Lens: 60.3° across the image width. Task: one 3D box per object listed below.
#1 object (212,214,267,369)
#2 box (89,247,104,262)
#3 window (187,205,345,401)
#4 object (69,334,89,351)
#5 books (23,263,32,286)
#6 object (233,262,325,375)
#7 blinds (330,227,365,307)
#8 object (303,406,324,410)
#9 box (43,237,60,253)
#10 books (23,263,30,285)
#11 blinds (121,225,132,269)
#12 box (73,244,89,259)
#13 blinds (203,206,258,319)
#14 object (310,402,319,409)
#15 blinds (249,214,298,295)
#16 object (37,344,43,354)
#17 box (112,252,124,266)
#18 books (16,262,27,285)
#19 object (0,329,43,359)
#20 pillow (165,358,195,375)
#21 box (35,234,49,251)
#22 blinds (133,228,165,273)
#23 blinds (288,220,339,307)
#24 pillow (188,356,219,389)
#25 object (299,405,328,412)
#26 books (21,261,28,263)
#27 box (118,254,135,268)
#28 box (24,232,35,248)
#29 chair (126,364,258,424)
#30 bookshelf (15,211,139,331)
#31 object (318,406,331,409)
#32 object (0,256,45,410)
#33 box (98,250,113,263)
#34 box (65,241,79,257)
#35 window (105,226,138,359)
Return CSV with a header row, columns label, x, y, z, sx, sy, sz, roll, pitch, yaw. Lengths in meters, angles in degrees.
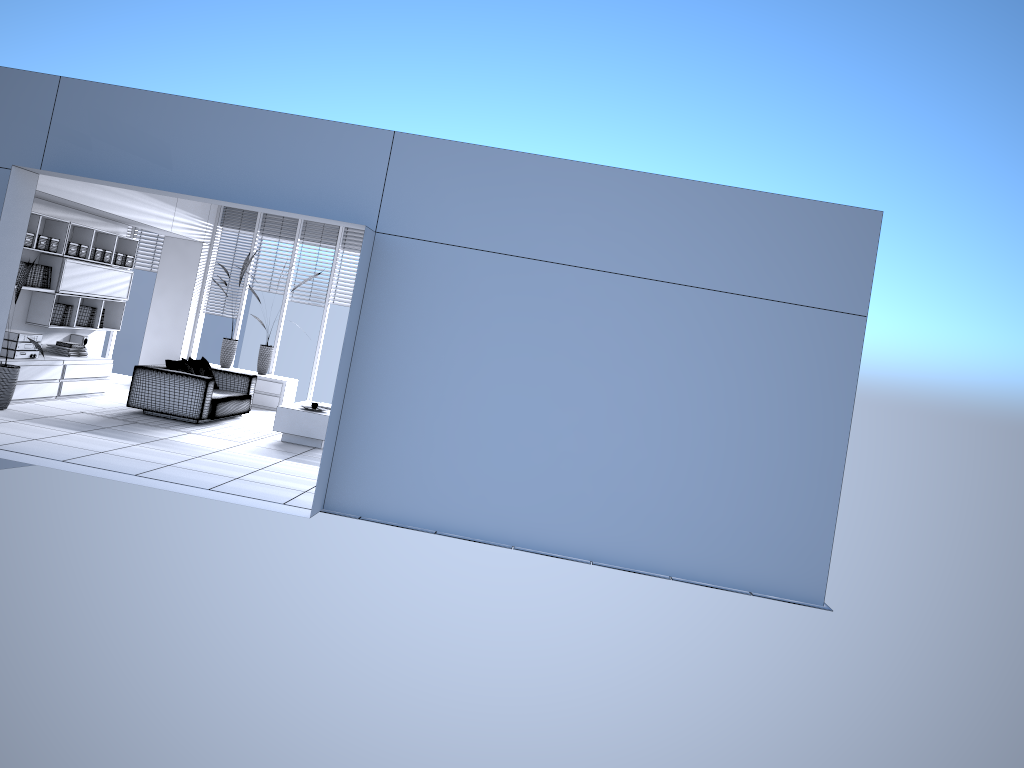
label,x,y,z,sx,sy,sz,roll,pitch,yaw
object,-3.973,-1.721,13.266,1.438,3.003,0.488,8,-4,32
box,-5.272,-1.630,10.962,0.281,0.163,0.178,10,0,3
window,-2.024,-0.950,13.293,5.508,3.144,0.099,10,-4,4
object,-5.516,-0.506,11.210,0.177,0.233,0.118,10,-2,3
books,-5.430,-1.226,9.748,0.208,0.260,0.050,10,-4,4
object,-3.572,-1.061,12.871,1.549,1.874,0.689,10,-3,-2
blinds,-2.353,-1.850,13.463,0.637,1.384,0.038,10,-4,4
object,-2.278,0.281,10.112,0.215,0.012,0.216,8,3,-41
box,-5.322,-1.597,10.000,0.281,0.163,0.178,10,0,3
books,-5.431,-1.223,9.681,0.208,0.261,0.074,10,-3,3
blinds,-6.162,-2.312,13.726,0.637,1.913,0.038,10,-4,4
box,-5.290,-1.618,10.614,0.281,0.163,0.174,10,0,4
blinds,-4.292,-1.969,13.570,0.637,1.893,0.057,10,-4,4
object,-2.271,0.251,10.114,0.095,0.070,0.085,10,0,-16
blinds,-3.621,-2.079,13.545,0.637,1.373,0.050,10,-4,4
object,-5.582,-0.414,10.139,0.177,0.119,0.328,10,2,3
box,-5.244,-1.648,11.485,0.281,0.163,0.178,10,0,3
books,-5.429,-1.218,9.617,0.208,0.259,0.072,10,-3,3
object,-5.380,-0.435,9.548,0.347,0.270,0.429,10,1,3
pillow,-3.923,-0.092,10.517,0.340,0.390,0.566,10,0,0
box,-5.334,-1.589,9.774,0.281,0.163,0.174,10,0,4
blinds,-5.491,-2.421,13.699,0.637,1.384,0.038,10,-4,4
blinds,-3.002,-1.883,13.497,0.637,1.364,0.057,10,-4,4
pillow,-3.889,-0.134,11.096,0.300,0.400,0.565,10,0,0
object,-2.279,0.287,10.116,0.332,0.024,0.325,12,3,33
books,-5.432,-1.222,9.649,0.208,0.261,0.074,10,-3,3
box,-5.230,-1.658,11.753,0.281,0.163,0.216,10,0,3
box,-5.348,-1.579,9.505,0.281,0.163,0.211,10,0,3
chair,-3.828,0.105,10.780,0.961,0.554,1.644,10,2,3
bookshelf,-5.357,-1.300,10.478,0.328,1.255,2.809,10,1,3
object,-2.238,0.270,10.700,0.286,0.008,0.414,10,2,4
object,-5.059,-0.561,8.885,1.184,1.593,0.247,9,-4,35
box,-5.260,-1.638,11.184,0.281,0.163,0.178,10,0,3
box,-5.302,-1.610,10.387,0.281,0.163,0.211,10,0,4
window,-6.271,-1.723,13.602,0.689,3.144,0.099,10,-4,4
